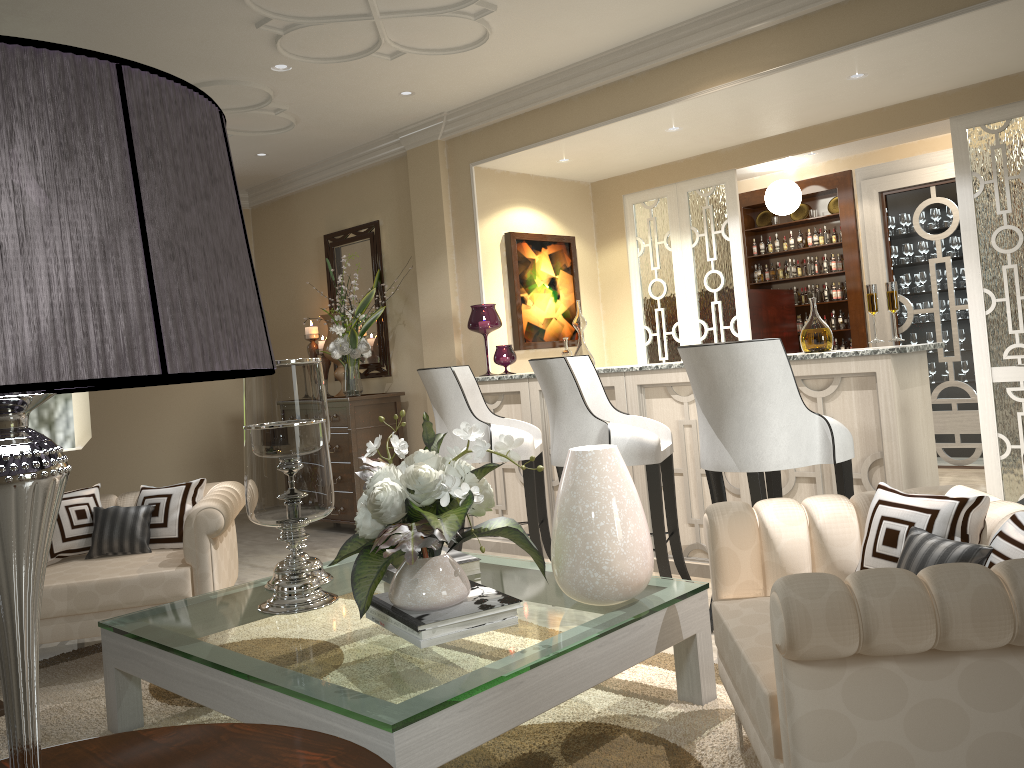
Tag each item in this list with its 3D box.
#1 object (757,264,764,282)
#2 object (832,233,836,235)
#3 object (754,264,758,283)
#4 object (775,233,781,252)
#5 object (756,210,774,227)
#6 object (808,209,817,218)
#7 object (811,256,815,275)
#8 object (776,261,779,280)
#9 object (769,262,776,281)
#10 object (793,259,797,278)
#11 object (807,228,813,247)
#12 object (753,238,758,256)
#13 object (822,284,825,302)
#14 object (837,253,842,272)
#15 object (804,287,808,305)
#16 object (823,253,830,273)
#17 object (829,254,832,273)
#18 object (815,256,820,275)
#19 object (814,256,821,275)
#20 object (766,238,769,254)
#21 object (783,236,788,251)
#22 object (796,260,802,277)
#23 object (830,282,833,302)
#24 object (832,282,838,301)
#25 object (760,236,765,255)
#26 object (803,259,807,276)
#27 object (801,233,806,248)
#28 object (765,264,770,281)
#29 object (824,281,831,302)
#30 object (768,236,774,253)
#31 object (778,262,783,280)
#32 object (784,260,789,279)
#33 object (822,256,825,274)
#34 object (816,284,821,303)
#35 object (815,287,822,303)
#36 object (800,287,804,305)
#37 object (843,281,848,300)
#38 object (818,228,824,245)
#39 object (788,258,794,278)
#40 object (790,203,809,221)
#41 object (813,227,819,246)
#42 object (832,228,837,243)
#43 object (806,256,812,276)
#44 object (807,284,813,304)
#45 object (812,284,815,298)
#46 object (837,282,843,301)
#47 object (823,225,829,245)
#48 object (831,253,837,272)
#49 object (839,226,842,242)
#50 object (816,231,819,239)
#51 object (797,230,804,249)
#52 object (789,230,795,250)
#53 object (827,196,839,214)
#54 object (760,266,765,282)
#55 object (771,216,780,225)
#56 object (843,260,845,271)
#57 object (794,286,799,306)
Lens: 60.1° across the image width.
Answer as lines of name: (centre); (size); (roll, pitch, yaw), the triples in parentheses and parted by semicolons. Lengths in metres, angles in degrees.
object: (1.875, -0.838, 6.700); (0.044, 0.142, 0.042); (-3, -2, -43)
object: (2.340, -1.064, 6.425); (0.031, 0.114, 0.033); (-6, -2, 41)
object: (1.870, -0.843, 6.775); (0.038, 0.148, 0.036); (-3, -2, -45)
object: (1.982, -1.055, 6.616); (0.036, 0.148, 0.038); (-6, -2, 43)
object: (1.934, -1.262, 6.773); (0.058, 0.142, 0.150); (-4, -1, -45)
object: (2.184, -1.230, 6.420); (0.061, 0.064, 0.061); (-5, 0, -7)
object: (2.213, -0.866, 6.510); (0.036, 0.148, 0.038); (-6, -2, 38)
object: (2.012, -0.852, 6.680); (0.038, 0.148, 0.036); (-3, -2, -42)
object: (1.960, -0.845, 6.666); (0.044, 0.142, 0.042); (-3, -2, -45)
object: (2.100, -0.858, 6.576); (0.038, 0.148, 0.036); (-3, -2, -42)
object: (2.160, -1.060, 6.425); (0.031, 0.137, 0.033); (-6, -2, 39)
object: (1.849, -1.041, 6.743); (0.031, 0.137, 0.033); (-6, -2, 43)
object: (2.269, -0.656, 6.417); (0.039, 0.132, 0.037); (-3, -2, -43)
object: (2.329, -0.865, 6.304); (0.031, 0.137, 0.033); (-6, -2, 40)
object: (2.162, -0.649, 6.507); (0.039, 0.132, 0.037); (-3, -2, -43)
object: (2.253, -0.865, 6.349); (0.038, 0.148, 0.036); (-3, -2, -42)
object: (2.305, -0.867, 6.362); (0.044, 0.142, 0.042); (-3, -2, -45)
object: (2.210, -0.857, 6.409); (0.033, 0.137, 0.031); (-3, -2, -45)
object: (2.226, -0.863, 6.465); (0.044, 0.142, 0.042); (-3, -2, -45)
object: (1.948, -1.043, 6.725); (0.042, 0.124, 0.044); (-6, -2, 43)
object: (2.028, -1.041, 6.569); (0.032, 0.116, 0.034); (-6, -2, 38)
object: (2.111, -0.849, 6.524); (0.039, 0.132, 0.037); (-3, -2, -43)
object: (2.312, -0.663, 6.366); (0.044, 0.142, 0.042); (-3, -2, -45)
object: (2.295, -0.658, 6.301); (0.033, 0.137, 0.031); (-3, -2, -45)
object: (1.894, -1.049, 6.705); (0.036, 0.148, 0.038); (-6, -2, 44)
object: (2.155, -0.852, 6.503); (0.039, 0.132, 0.037); (-3, -2, -43)
object: (2.150, -1.056, 6.559); (0.042, 0.124, 0.044); (-6, -2, 43)
object: (1.936, -0.842, 6.723); (0.031, 0.137, 0.033); (-6, -2, 40)
object: (2.260, -0.661, 6.352); (0.038, 0.148, 0.036); (-3, -2, -42)
object: (1.945, -1.045, 6.659); (0.037, 0.132, 0.039); (-6, -2, 43)
object: (2.003, -0.842, 6.614); (0.039, 0.132, 0.037); (-3, -2, -43)
object: (2.039, -0.849, 6.563); (0.044, 0.142, 0.042); (-3, -2, -45)
object: (2.262, -0.859, 6.414); (0.039, 0.132, 0.037); (-3, -2, -43)
object: (2.217, -0.654, 6.412); (0.033, 0.137, 0.031); (-3, -2, -45)
object: (2.233, -0.659, 6.468); (0.044, 0.142, 0.042); (-3, -2, -45)
object: (2.151, -0.649, 6.555); (0.037, 0.132, 0.039); (-6, -2, 42)
object: (2.367, -0.660, 6.265); (0.045, 0.132, 0.038); (-4, -2, -16)
object: (2.244, -1.065, 6.428); (0.039, 0.132, 0.037); (-3, -2, -42)
object: (2.052, -0.852, 6.518); (0.036, 0.148, 0.038); (-6, -2, 38)
object: (2.137, -1.274, 6.579); (0.150, 0.142, 0.058); (-5, -1, 42)
object: (2.214, -1.071, 6.455); (0.038, 0.148, 0.036); (-3, -2, -45)
object: (2.316, -1.061, 6.360); (0.032, 0.116, 0.034); (-6, -2, 41)
object: (2.165, -0.860, 6.452); (0.038, 0.148, 0.036); (-3, -2, -42)
object: (2.172, -0.656, 6.456); (0.038, 0.148, 0.036); (-3, -2, -42)
object: (2.220, -0.662, 6.513); (0.036, 0.148, 0.038); (-6, -2, 38)
object: (2.335, -0.661, 6.306); (0.031, 0.137, 0.038); (-6, -2, 32)
object: (2.266, -1.074, 6.391); (0.036, 0.148, 0.038); (-6, -2, 43)
object: (2.306, -0.863, 6.305); (0.072, 0.137, 0.031); (-4, -2, -24)
object: (2.371, -1.074, 6.372); (0.039, 0.132, 0.037); (-3, -2, -45)
object: (2.239, -1.062, 6.503); (0.042, 0.124, 0.044); (-6, -2, 43)
object: (2.111, -1.060, 6.484); (0.042, 0.142, 0.044); (-6, -2, 40)
object: (2.064, -1.060, 6.531); (0.036, 0.148, 0.038); (-6, -2, 43)
object: (2.346, -1.287, 6.379); (0.150, 0.142, 0.058); (-5, -1, 42)
object: (1.910, -0.838, 6.767); (0.039, 0.132, 0.037); (-3, -2, -43)
object: (1.972, -1.217, 6.623); (0.061, 0.064, 0.061); (-5, 0, 4)
object: (2.356, -0.864, 6.260); (0.039, 0.132, 0.037); (-3, -2, -43)
object: (2.097, -0.652, 6.549); (0.038, 0.148, 0.036); (-3, -2, -45)
